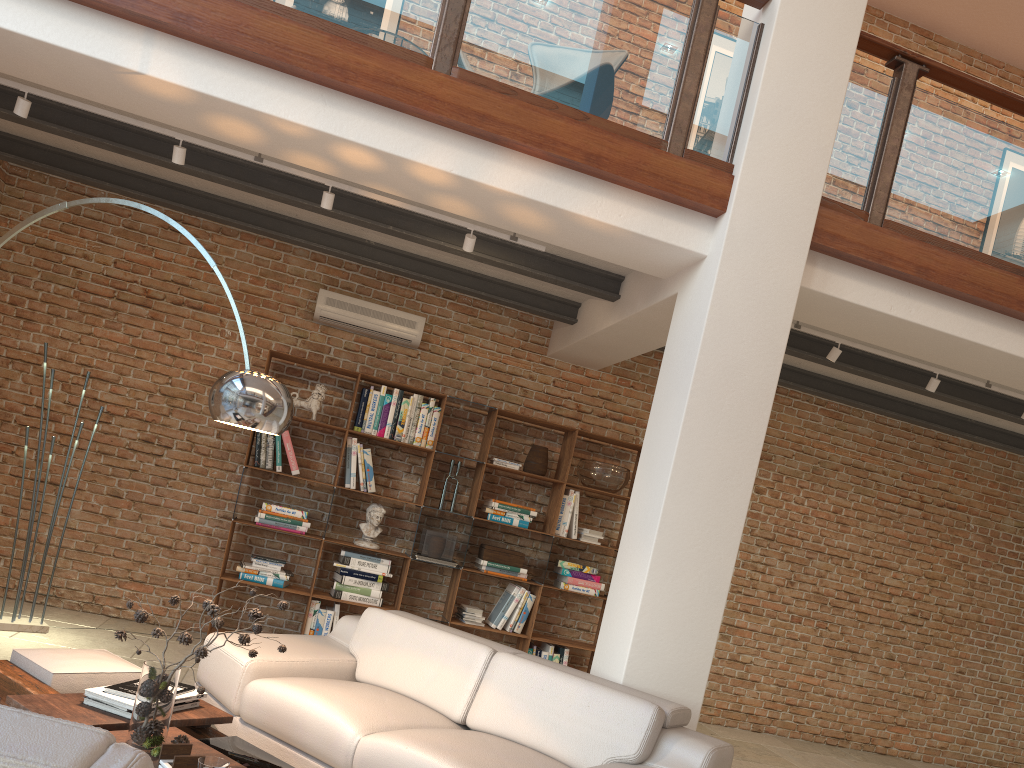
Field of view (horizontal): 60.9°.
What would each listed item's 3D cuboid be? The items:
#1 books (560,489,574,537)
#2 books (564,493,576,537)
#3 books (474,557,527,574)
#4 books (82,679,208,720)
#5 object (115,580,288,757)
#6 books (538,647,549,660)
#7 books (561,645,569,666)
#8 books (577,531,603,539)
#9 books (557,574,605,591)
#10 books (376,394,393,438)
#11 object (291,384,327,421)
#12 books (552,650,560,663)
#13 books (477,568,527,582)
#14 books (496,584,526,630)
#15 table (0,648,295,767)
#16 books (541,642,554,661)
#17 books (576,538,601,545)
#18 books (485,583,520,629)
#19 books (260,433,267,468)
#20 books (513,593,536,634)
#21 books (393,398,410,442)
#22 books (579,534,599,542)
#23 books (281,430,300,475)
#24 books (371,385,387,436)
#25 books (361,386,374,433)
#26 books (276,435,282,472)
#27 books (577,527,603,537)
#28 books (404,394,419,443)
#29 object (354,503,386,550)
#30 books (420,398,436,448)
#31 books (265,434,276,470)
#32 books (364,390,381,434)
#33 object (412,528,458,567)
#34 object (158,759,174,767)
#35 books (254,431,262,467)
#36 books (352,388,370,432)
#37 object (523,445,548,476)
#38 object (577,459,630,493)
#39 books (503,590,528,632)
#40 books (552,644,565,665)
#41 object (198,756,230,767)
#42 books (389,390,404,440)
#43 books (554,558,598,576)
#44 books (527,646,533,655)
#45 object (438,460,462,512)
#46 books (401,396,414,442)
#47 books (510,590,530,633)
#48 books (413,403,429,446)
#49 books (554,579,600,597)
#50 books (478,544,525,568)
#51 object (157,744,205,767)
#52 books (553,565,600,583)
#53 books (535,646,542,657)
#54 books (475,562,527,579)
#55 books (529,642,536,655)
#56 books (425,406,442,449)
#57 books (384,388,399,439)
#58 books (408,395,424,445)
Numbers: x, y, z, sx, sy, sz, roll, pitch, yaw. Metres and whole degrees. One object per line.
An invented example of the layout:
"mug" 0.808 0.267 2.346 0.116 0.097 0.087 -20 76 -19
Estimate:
"books" 0.409 1.034 7.017 0.037 0.381 0.243 12 -1 -12
"books" 0.431 1.055 7.033 0.021 0.357 0.271 12 -2 -12
"books" -0.090 1.443 6.926 0.384 0.036 0.244 15 -9 -14
"books" -1.379 1.172 3.280 0.247 0.074 0.410 10 -9 20
"object" -1.015 0.926 2.902 0.555 0.603 0.311 16 -2 -42
"books" 0.219 2.311 7.079 0.084 0.331 0.254 13 -2 -12
"books" 0.391 2.328 7.119 0.070 0.383 0.243 12 -1 -12
"books" 0.634 1.228 7.087 0.172 0.018 0.237 14 -9 -9
"books" 0.558 1.613 7.108 0.331 0.055 0.254 16 -9 -18
"books" -0.983 0.251 6.649 0.056 0.327 0.254 12 -2 -12
"object" -1.516 0.116 6.447 0.253 0.281 0.130 13 0 -6
"books" 0.308 2.334 7.095 0.084 0.331 0.254 13 -2 -12
"books" -0.082 1.515 6.954 0.360 0.020 0.272 15 -9 -14
"books" -0.030 1.781 6.976 0.163 0.370 0.243 13 -1 -12
"table" -1.443 1.277 2.674 2.171 0.425 2.023 6 -10 38
"books" 0.268 2.296 7.094 0.070 0.383 0.243 12 -1 -12
"books" 0.620 1.281 7.098 0.171 0.018 0.238 13 -9 -4
"books" -0.076 1.774 6.989 0.165 0.370 0.243 13 -1 -12
"books" -1.836 0.435 6.464 0.092 0.382 0.243 13 -1 -12
"books" 0.076 1.830 7.009 0.117 0.332 0.254 13 -2 -12
"books" -0.853 0.282 6.656 0.056 0.327 0.254 12 -2 -12
"books" 0.622 1.251 7.081 0.133 0.033 0.208 13 -8 -2
"books" -1.656 0.519 6.523 0.197 0.316 0.254 13 -2 -13
"books" -1.018 0.211 6.623 0.037 0.381 0.243 12 -1 -12
"books" -1.106 0.204 6.615 0.021 0.357 0.271 12 -2 -12
"books" -1.732 0.463 6.477 0.122 0.379 0.243 13 -1 -12
"books" 0.633 1.200 7.080 0.135 0.033 0.205 16 -9 -22
"books" -0.790 0.275 6.699 0.037 0.381 0.243 12 -1 -12
"object" -1.076 1.080 6.675 0.196 0.348 0.195 13 -1 3
"books" -0.662 0.307 6.718 0.037 0.381 0.243 12 -1 -12
"books" -1.797 0.475 6.495 0.103 0.332 0.254 13 -2 -12
"books" -1.068 0.225 6.608 0.056 0.327 0.254 12 -2 -12
"object" -0.585 1.266 6.777 0.339 0.231 0.283 14 -5 -13
"object" -0.901 1.205 2.662 0.278 0.034 0.245 20 -11 -40
"books" -1.869 0.425 6.447 0.092 0.382 0.243 13 -1 -12
"books" -1.146 0.208 6.608 0.056 0.327 0.254 12 -2 -12
"object" 0.197 0.606 6.878 0.190 0.231 0.198 11 -3 35
"object" 0.729 0.761 7.059 0.432 0.217 0.446 9 -8 29
"books" 0.016 1.804 6.998 0.099 0.352 0.271 13 -2 -12
"books" 0.354 2.320 7.120 0.070 0.383 0.243 12 -1 -12
"object" -0.889 1.157 2.577 0.089 0.084 0.093 10 -5 36
"books" -0.895 0.245 6.659 0.037 0.381 0.243 12 -1 -12
"books" 0.521 1.489 7.101 0.327 0.055 0.257 13 -8 -3
"books" 0.091 2.280 7.066 0.084 0.331 0.254 13 -2 -12
"object" -0.471 0.786 6.744 0.122 0.397 0.061 13 1 -11
"books" -0.817 0.279 6.679 0.021 0.357 0.271 12 -2 -12
"books" 0.033 1.812 7.013 0.099 0.352 0.271 13 -2 -12
"books" -0.713 0.321 6.702 0.056 0.327 0.254 12 -2 -12
"books" 0.521 1.661 7.104 0.329 0.055 0.255 14 -8 -11
"books" -0.085 1.365 6.929 0.339 0.118 0.213 15 -6 -13
"object" -1.010 1.155 2.659 0.096 0.081 0.113 17 -6 -41
"books" 0.525 1.548 7.106 0.330 0.055 0.255 15 -8 -13
"books" 0.163 2.299 7.084 0.084 0.331 0.254 13 -2 -12
"books" -0.092 1.485 6.963 0.385 0.036 0.244 16 -9 -18
"books" 0.130 2.275 7.073 0.052 0.357 0.271 12 -2 -12
"books" -0.626 0.348 6.746 0.056 0.327 0.254 12 -2 -12
"books" -0.928 0.234 6.640 0.037 0.381 0.243 12 -1 -12
"books" -0.752 0.283 6.695 0.037 0.381 0.243 12 -1 -12
